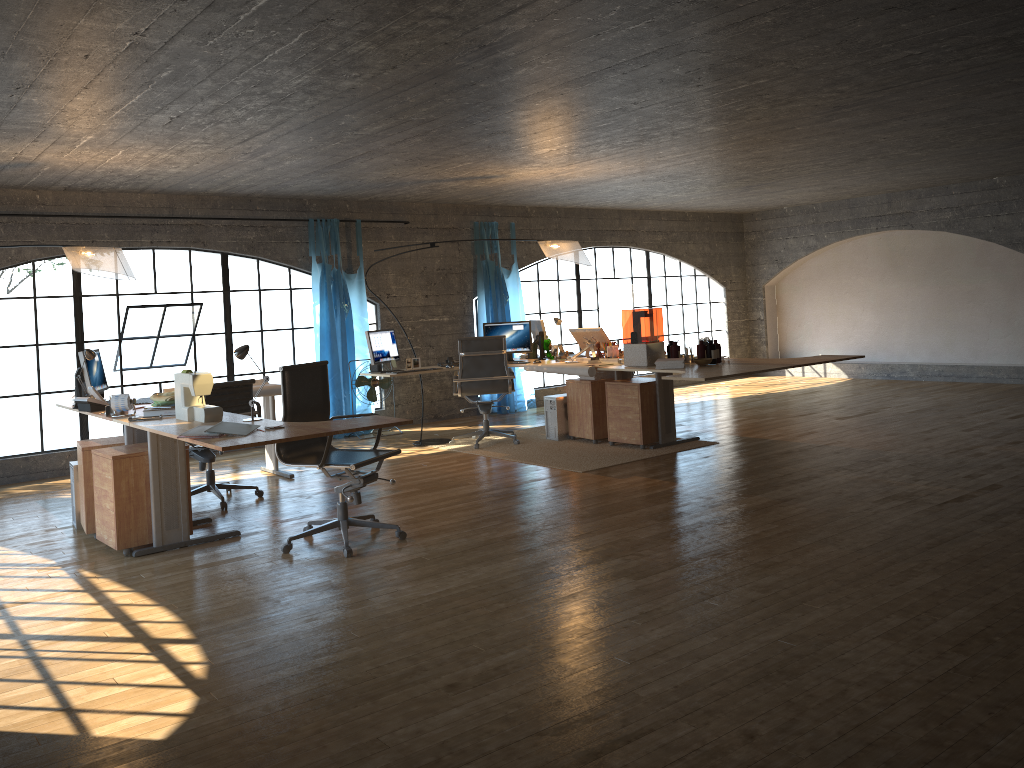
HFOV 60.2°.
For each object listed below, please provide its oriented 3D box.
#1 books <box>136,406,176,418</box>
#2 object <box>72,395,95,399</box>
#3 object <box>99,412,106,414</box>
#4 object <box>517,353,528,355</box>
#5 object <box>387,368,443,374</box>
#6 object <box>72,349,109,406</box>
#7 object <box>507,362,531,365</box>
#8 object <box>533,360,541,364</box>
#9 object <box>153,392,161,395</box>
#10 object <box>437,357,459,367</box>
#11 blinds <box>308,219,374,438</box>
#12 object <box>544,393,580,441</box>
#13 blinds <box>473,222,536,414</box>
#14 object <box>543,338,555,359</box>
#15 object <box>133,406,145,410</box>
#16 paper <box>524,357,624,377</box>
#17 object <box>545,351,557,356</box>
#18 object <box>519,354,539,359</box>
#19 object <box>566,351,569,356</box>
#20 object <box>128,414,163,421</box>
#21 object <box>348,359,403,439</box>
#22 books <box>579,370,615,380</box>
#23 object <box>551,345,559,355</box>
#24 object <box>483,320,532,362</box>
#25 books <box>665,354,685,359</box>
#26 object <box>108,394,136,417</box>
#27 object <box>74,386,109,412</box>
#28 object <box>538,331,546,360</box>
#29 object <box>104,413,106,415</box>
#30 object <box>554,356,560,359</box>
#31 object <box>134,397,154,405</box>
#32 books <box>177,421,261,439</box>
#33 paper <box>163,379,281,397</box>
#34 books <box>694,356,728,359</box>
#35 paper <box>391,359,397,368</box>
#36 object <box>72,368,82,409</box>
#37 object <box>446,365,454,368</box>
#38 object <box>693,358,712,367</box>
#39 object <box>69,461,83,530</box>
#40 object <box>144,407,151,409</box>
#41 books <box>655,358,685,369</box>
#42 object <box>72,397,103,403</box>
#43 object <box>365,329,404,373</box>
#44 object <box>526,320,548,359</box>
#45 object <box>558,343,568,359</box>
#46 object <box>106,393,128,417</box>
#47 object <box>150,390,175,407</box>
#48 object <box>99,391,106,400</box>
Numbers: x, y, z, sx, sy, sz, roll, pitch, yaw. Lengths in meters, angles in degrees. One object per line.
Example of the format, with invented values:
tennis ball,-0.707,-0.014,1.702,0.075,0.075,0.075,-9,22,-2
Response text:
books,-2.096,0.163,5.266,0.290,0.054,0.261,-3,5,3
object,-3.120,0.090,6.434,0.144,0.032,0.152,-6,6,-33
object,-2.540,0.179,5.602,0.159,0.011,0.011,-7,5,-41
object,0.152,-0.314,8.987,0.144,0.032,0.152,-6,6,-33
object,-0.874,-0.120,7.958,0.492,0.011,0.187,-7,6,-38
object,-2.995,-0.049,6.327,0.286,0.390,0.470,-3,3,-13
object,-0.078,-0.193,8.292,0.489,0.011,0.188,-2,5,17
object,0.232,-0.207,8.140,0.059,0.034,0.101,-1,5,27
object,-2.670,0.081,6.674,0.101,0.034,0.059,-3,4,-3
object,-0.569,-0.211,8.408,0.279,0.081,0.413,-4,5,-6
blinds,-1.787,-0.598,9.300,0.669,2.297,0.257,-3,0,-43
object,0.562,0.303,8.355,0.482,0.411,0.200,-5,1,-33
blinds,-0.071,-0.747,10.611,0.860,2.419,0.260,-3,0,-29
object,0.350,-0.349,8.604,0.115,0.220,0.247,-3,3,12
object,-2.451,0.157,5.805,0.012,0.009,0.126,-2,5,15
paper,0.583,-0.151,7.636,0.584,0.113,0.851,-7,6,-37
object,0.401,-0.317,9.146,0.135,0.057,0.155,-5,5,-22
object,0.172,-0.282,9.000,0.205,0.036,0.204,-7,6,-39
object,0.535,-0.281,8.534,0.035,0.079,0.098,-3,3,10
object,-2.109,0.194,5.080,0.181,0.026,0.075,-4,5,-8
object,-1.517,0.133,9.371,0.491,0.802,0.580,-4,2,-33
books,0.799,-0.108,8.117,0.310,0.110,0.220,-6,5,-36
object,0.455,-0.354,9.276,0.083,0.100,0.108,-4,3,-27
object,-0.041,-0.410,8.582,0.469,0.391,0.286,-3,1,2
books,1.331,-0.213,7.313,0.178,0.069,0.229,-6,5,-30
object,-2.370,0.129,5.363,0.154,0.135,0.099,-3,1,-3
object,-2.761,0.093,5.838,0.169,0.164,0.191,-1,3,37
object,0.285,-0.376,8.628,0.085,0.278,0.085,-3,0,9
object,-2.487,0.174,5.538,0.132,0.026,0.132,-7,6,-37
object,0.457,-0.257,8.596,0.132,0.026,0.132,-7,6,-37
object,-2.646,0.121,6.328,0.187,0.011,0.491,-4,5,-13
books,-1.408,0.219,4.253,0.317,0.044,0.308,-3,5,-3
paper,-2.240,0.060,6.995,0.854,0.113,0.581,-7,6,-37
books,1.583,-0.220,7.376,0.308,0.044,0.317,-6,6,-33
paper,-1.089,-0.188,8.161,0.018,0.074,0.078,-3,2,23
object,-2.987,0.028,6.075,0.085,0.278,0.085,-3,0,6
object,-0.572,-0.162,8.125,0.059,0.034,0.101,-5,5,-27
object,1.459,-0.163,6.741,0.146,0.055,0.147,-1,5,29
object,-2.647,0.699,5.851,0.482,0.411,0.200,-5,1,-33
object,-2.340,0.153,5.790,0.008,0.007,0.147,-1,5,45
books,1.217,-0.159,6.790,0.221,0.058,0.311,-2,5,13
object,-3.100,0.122,6.447,0.205,0.036,0.204,-7,6,-39
object,-1.178,-0.304,8.089,0.285,0.390,0.472,-3,3,22
object,0.277,-0.454,8.880,0.286,0.390,0.470,-3,3,-13
object,0.482,-0.313,8.466,0.082,0.159,0.084,-3,1,41
object,-2.440,0.128,5.447,0.134,0.129,0.039,-5,1,-42
object,-2.125,0.102,5.535,0.256,0.130,0.252,-6,5,-35
object,-3.083,-0.012,6.587,0.085,0.278,0.084,-3,0,-36
